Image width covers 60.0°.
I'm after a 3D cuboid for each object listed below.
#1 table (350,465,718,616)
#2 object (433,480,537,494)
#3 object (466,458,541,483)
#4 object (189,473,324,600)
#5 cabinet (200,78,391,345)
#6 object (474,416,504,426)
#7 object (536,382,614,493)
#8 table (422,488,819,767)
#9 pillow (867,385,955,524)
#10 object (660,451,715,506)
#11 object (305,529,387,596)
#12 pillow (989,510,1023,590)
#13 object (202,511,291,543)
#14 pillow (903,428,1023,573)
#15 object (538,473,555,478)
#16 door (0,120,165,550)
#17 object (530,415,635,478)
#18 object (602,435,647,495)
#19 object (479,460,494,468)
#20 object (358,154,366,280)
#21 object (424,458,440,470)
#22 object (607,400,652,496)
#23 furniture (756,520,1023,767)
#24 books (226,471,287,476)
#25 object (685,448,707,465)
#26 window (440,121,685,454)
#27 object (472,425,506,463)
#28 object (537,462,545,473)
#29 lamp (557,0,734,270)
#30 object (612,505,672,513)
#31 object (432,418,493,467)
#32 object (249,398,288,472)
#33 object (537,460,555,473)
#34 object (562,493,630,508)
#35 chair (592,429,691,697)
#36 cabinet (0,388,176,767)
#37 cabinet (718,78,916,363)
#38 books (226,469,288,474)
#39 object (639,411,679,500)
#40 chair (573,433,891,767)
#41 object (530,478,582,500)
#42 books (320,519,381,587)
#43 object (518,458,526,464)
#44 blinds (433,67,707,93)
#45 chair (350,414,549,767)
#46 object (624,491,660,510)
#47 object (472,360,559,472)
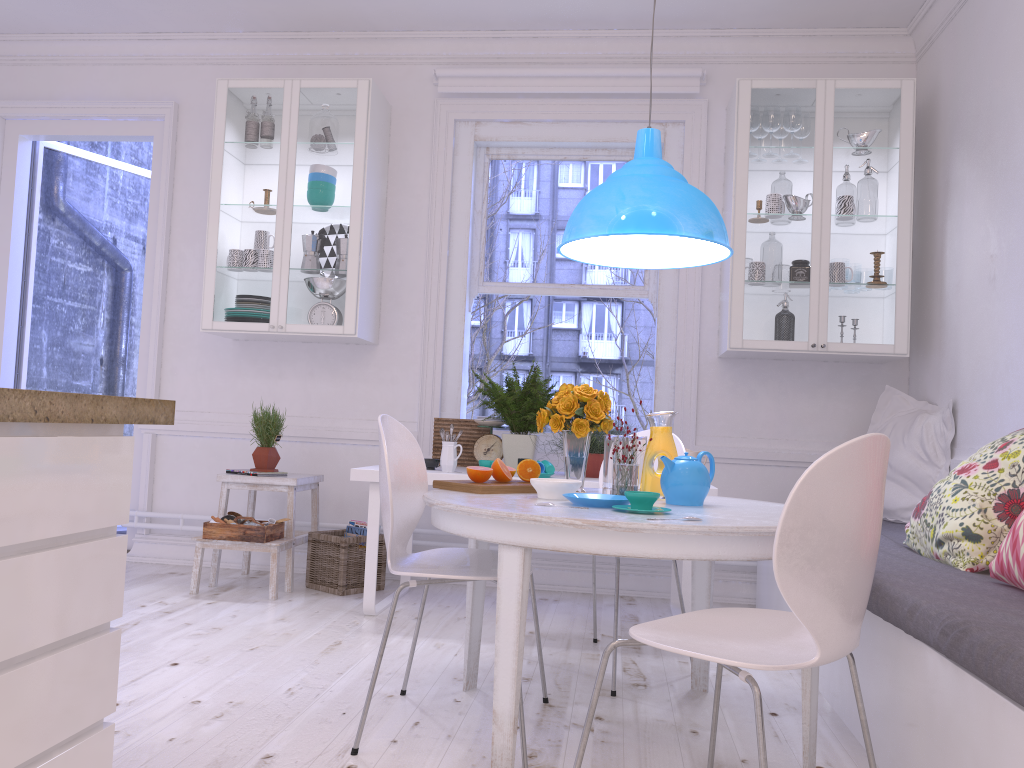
[{"bbox_3d":[0.101,0.716,3.983,1.514,0.619,0.736,2,-3,7],"label":"table"},{"bbox_3d":[-0.039,0.314,2.720,0.347,0.024,0.224,5,-4,-43],"label":"object"},{"bbox_3d":[-0.042,0.266,2.748,0.129,0.075,0.285,0,-4,43],"label":"object"},{"bbox_3d":[-1.216,0.712,4.305,0.418,0.534,0.599,2,-3,7],"label":"object"},{"bbox_3d":[-1.124,-0.894,4.656,0.823,1.311,0.425,2,-3,7],"label":"cabinet"},{"bbox_3d":[-0.101,0.181,4.288,0.163,0.047,0.164,5,-3,-34],"label":"object"},{"bbox_3d":[0.201,0.163,2.750,0.234,0.351,0.235,4,-3,-28],"label":"object"},{"bbox_3d":[0.307,0.645,2.469,1.140,0.629,1.140,1,-3,36],"label":"table"},{"bbox_3d":[1.785,0.316,4.079,0.374,0.642,0.677,4,-3,-23],"label":"pillow"},{"bbox_3d":[0.496,0.264,2.507,0.156,0.151,0.150,2,-3,10],"label":"object"},{"bbox_3d":[-0.809,0.866,4.339,0.276,0.270,0.276,0,-4,40],"label":"object"},{"bbox_3d":[1.418,0.304,1.990,0.491,0.424,0.587,2,-3,10],"label":"pillow"},{"bbox_3d":[-1.223,0.660,4.100,0.358,0.110,0.211,2,-3,9],"label":"object"},{"bbox_3d":[1.502,0.338,2.668,0.509,0.447,0.592,2,-3,12],"label":"pillow"},{"bbox_3d":[0.119,0.383,3.743,0.121,0.021,0.121,5,-4,-43],"label":"object"},{"bbox_3d":[-2.449,-0.259,5.555,1.009,2.474,1.021,2,-3,7],"label":"door"},{"bbox_3d":[0.372,0.253,4.003,0.668,0.367,0.531,1,-3,31],"label":"object"},{"bbox_3d":[0.346,0.251,2.719,0.101,0.186,0.122,1,-4,37],"label":"object"},{"bbox_3d":[-0.108,0.362,3.881,0.121,0.055,0.121,5,-4,-43],"label":"object"},{"bbox_3d":[-1.122,-0.893,4.677,0.811,0.651,0.376,2,-3,7],"label":"object"},{"bbox_3d":[-0.360,0.357,3.943,0.079,0.048,0.082,5,-3,-33],"label":"object"},{"bbox_3d":[0.331,0.189,2.504,0.128,0.287,0.128,2,-3,9],"label":"object"},{"bbox_3d":[1.328,0.763,2.633,0.769,0.508,3.296,2,-3,7],"label":"furniture"},{"bbox_3d":[-1.254,0.439,4.357,0.246,0.011,0.180,1,-4,37],"label":"books"},{"bbox_3d":[0.796,0.362,3.978,0.127,0.152,0.115,3,-3,-11],"label":"object"},{"bbox_3d":[0.271,-0.515,4.811,1.234,1.782,0.181,2,-3,7],"label":"window"},{"bbox_3d":[-0.104,0.307,4.270,0.159,0.208,0.185,2,-3,7],"label":"object"},{"bbox_3d":[0.106,0.357,3.743,0.069,0.058,0.080,4,-3,-20],"label":"object"},{"bbox_3d":[0.478,-1.397,2.946,0.568,1.948,0.568,0,-4,41],"label":"lamp"},{"bbox_3d":[0.320,0.311,2.193,0.147,0.011,0.147,2,-3,9],"label":"object"},{"bbox_3d":[-0.245,0.292,4.395,0.294,0.237,0.028,2,-3,7],"label":"object"},{"bbox_3d":[-1.194,0.244,4.351,0.186,0.367,0.196,5,-4,-38],"label":"object"},{"bbox_3d":[0.143,0.352,3.751,0.069,0.059,0.082,3,-3,-15],"label":"object"},{"bbox_3d":[0.230,0.307,2.333,0.196,0.023,0.196,3,-3,-6],"label":"object"},{"bbox_3d":[0.342,0.575,3.171,0.483,0.845,0.604,5,-4,-38],"label":"chair"},{"bbox_3d":[-1.031,0.405,1.070,0.654,0.842,1.167,2,-3,7],"label":"cabinet"},{"bbox_3d":[1.474,-0.786,4.342,0.823,1.311,0.425,2,-3,7],"label":"cabinet"},{"bbox_3d":[-1.254,0.430,4.358,0.246,0.007,0.180,1,-4,37],"label":"books"},{"bbox_3d":[0.450,0.214,2.683,0.094,0.267,0.116,1,-3,34],"label":"object"},{"bbox_3d":[0.457,0.508,1.721,0.483,0.845,0.604,0,-4,42],"label":"chair"},{"bbox_3d":[0.123,0.296,2.497,0.147,0.052,0.147,5,-4,-41],"label":"object"},{"bbox_3d":[-0.798,0.833,4.350,0.221,0.306,0.205,0,-4,40],"label":"books"},{"bbox_3d":[0.046,0.349,3.690,0.055,0.077,0.070,1,-3,32],"label":"object"},{"bbox_3d":[0.289,-1.592,4.679,1.451,0.131,0.136,2,-3,7],"label":"blinds"},{"bbox_3d":[-0.143,0.515,2.433,0.483,0.845,0.604,2,-3,7],"label":"chair"},{"bbox_3d":[0.321,0.290,2.194,0.088,0.043,0.088,2,-3,14],"label":"object"},{"bbox_3d":[0.033,0.146,4.146,0.438,0.527,0.368,2,-3,7],"label":"object"}]
